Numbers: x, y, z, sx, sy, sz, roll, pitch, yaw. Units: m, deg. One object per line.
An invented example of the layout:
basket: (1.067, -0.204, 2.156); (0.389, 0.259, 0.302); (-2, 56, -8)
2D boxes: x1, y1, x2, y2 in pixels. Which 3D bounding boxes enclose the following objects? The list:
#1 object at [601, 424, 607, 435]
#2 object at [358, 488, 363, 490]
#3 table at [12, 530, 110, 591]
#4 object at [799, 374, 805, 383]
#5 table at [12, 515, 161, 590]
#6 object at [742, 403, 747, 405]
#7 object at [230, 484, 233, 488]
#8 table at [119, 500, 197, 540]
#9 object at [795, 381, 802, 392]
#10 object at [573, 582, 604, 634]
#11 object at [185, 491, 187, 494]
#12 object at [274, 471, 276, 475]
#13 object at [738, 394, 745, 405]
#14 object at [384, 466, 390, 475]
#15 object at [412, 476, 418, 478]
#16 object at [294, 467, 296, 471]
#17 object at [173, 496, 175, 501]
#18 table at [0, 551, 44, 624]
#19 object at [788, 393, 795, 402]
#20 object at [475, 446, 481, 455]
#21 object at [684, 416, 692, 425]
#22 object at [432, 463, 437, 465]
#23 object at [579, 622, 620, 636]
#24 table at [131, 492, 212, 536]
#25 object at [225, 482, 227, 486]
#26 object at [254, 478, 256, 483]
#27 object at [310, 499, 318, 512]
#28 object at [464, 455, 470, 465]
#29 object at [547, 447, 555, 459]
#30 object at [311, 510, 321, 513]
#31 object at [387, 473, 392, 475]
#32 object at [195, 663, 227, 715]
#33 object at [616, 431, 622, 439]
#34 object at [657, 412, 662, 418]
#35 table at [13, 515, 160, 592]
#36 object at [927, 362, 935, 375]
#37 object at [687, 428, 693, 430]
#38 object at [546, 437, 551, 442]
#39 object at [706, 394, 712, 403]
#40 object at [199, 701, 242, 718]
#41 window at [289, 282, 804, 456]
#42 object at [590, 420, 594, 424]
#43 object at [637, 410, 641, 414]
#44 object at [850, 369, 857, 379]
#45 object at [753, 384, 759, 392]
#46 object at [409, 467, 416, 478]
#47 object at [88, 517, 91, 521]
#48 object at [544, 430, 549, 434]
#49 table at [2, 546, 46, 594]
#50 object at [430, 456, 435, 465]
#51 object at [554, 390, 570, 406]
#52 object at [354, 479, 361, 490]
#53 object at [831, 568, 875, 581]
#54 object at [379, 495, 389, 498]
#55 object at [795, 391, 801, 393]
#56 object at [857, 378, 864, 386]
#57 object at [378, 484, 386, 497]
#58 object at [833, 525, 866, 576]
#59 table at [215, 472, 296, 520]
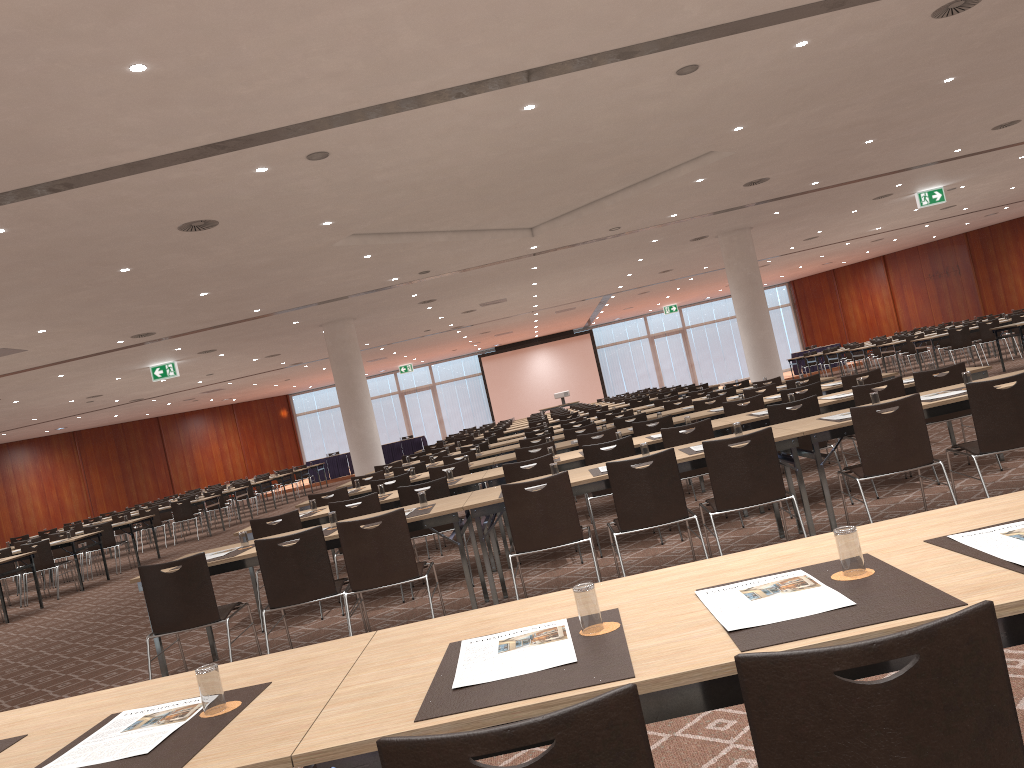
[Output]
object: (1.068, 0.526, 10.211); (0.054, 0.114, 0.054); (-13, -1, 35)
object: (-1.767, 1.220, 10.293); (0.102, 0.001, 0.102); (-12, -1, -32)
table: (-7.916, 3.115, 14.514); (2.267, 0.833, 0.953); (-13, -1, 2)
object: (3.967, -0.080, 12.137); (0.054, 0.114, 0.054); (-12, -1, -10)
table: (-7.857, 3.144, 16.513); (2.267, 0.833, 0.953); (-13, -1, 2)
object: (2.654, 0.230, 10.161); (0.102, 0.001, 0.102); (-12, -1, -10)
object: (-7.590, 2.756, 23.959); (0.054, 0.114, 0.054); (-12, -1, -10)
table: (-9.850, 3.752, 24.073); (2.267, 0.833, 0.953); (-13, -1, 2)
object: (3.282, 0.031, 10.152); (0.054, 0.114, 0.054); (-12, -1, -32)
object: (0.187, 0.551, 2.186); (0.054, 0.114, 0.054); (-12, -1, -32)
object: (-10.313, 3.452, 28.049); (0.054, 0.114, 0.054); (-12, -1, -32)
object: (-7.463, 2.813, 27.963); (0.054, 0.114, 0.054); (-12, -1, -10)
object: (2.634, 0.176, 10.176); (0.054, 0.114, 0.054); (-13, -1, 13)
object: (-1.733, 1.197, 12.302); (0.054, 0.114, 0.054); (-12, -1, -10)
object: (-1.134, 1.078, 10.269); (0.102, 0.001, 0.102); (-12, -1, -10)
object: (-6.830, 2.671, 27.946); (0.054, 0.114, 0.054); (-12, -1, -10)
object: (-9.154, 3.106, 24.010); (0.054, 0.114, 0.054); (-12, -1, -32)
table: (-7.975, 3.085, 12.515); (2.267, 0.833, 0.953); (-13, -1, 2)
object: (2.580, 0.145, 8.174); (0.054, 0.114, 0.054); (-13, -1, 35)
object: (-0.468, 0.914, 12.257); (0.054, 0.114, 0.054); (-12, -1, -32)
object: (1.632, 0.357, 8.204); (0.054, 0.114, 0.054); (-12, -1, -10)
object: (-1.086, 1.111, 12.271); (0.102, 0.001, 0.102); (-13, -1, 35)
object: (0.216, 0.603, 2.185); (0.102, 0.001, 0.102); (-12, -1, -32)
table: (-9.791, 3.781, 26.072); (2.267, 0.833, 0.953); (-13, -1, 2)
object: (-9.047, 3.168, 28.015); (0.054, 0.114, 0.054); (-12, -1, -32)
object: (-6.939, 2.610, 23.946); (0.054, 0.114, 0.054); (-12, -1, -10)
object: (-1.855, 1.138, 8.290); (0.054, 0.114, 0.054); (-12, -1, -10)
object: (-0.523, 0.883, 10.259); (0.054, 0.114, 0.054); (-12, -1, -32)
object: (0.365, 0.641, 8.225); (0.054, 0.114, 0.054); (-12, -1, -10)
object: (-1.824, 1.190, 8.291); (0.102, 0.001, 0.102); (-12, -1, -10)
object: (-1.708, 1.250, 12.303); (0.102, 0.001, 0.102); (-12, -1, -32)
object: (-0.753, 0.762, 2.218); (0.054, 0.114, 0.054); (-12, -1, -32)
object: (0.998, 0.500, 8.226); (0.054, 0.114, 0.054); (-12, -1, -10)
object: (1.700, 0.385, 10.188); (0.054, 0.114, 0.054); (-13, -1, 35)
table: (-7.857, 3.144, 16.513); (2.267, 0.833, 0.953); (-13, -1, 2)
object: (3.854, -0.140, 8.140); (0.054, 0.114, 0.054); (-12, -1, -10)
object: (1.648, 0.412, 8.197); (0.102, 0.001, 0.102); (-13, -1, 35)
object: (0.425, 0.670, 10.224); (0.054, 0.114, 0.054); (-13, -1, 35)
object: (2.704, 0.203, 12.176); (0.054, 0.114, 0.054); (-12, -1, -32)
object: (-0.731, 0.816, 2.225); (0.102, 0.001, 0.102); (-12, -1, -32)
window: (1.516, -0.140, 39.733); (22.962, 3.872, 0.217); (-13, -1, 2)
object: (1.114, 0.559, 12.211); (0.054, 0.114, 0.054); (-12, -1, -10)
object: (1.754, 0.416, 12.190); (0.054, 0.114, 0.054); (-13, -1, 35)
object: (3.909, -0.110, 10.143); (0.054, 0.114, 0.054); (-12, -1, -32)
object: (3.341, 0.060, 12.143); (0.054, 0.114, 0.054); (-12, -1, -32)
object: (-1.151, 1.024, 10.280); (0.054, 0.114, 0.054); (-12, -1, -32)
object: (-10.496, 3.364, 22.051); (0.054, 0.114, 0.054); (-13, -1, 35)
object: (0.484, 0.700, 12.236); (0.054, 0.114, 0.054); (-12, -1, -10)
table: (-10.072, 3.640, 16.576); (2.267, 0.833, 0.953); (-13, -1, 2)
object: (-1.105, 1.056, 12.284); (0.054, 0.114, 0.054); (-12, -1, -10)
object: (1.877, 0.527, 32.877); (0.576, 0.472, 0.614); (-13, -1, 2)
object: (-1.795, 1.168, 10.305); (0.054, 0.114, 0.054); (-13, -1, 35)
object: (0.833, 0.465, 2.167); (0.102, 0.001, 0.102); (-12, -1, -32)
object: (-1.201, 1.050, 8.270); (0.102, 0.001, 0.102); (-13, -1, 35)
object: (3.291, 0.087, 10.150); (0.102, 0.001, 0.102); (-12, -1, -10)
object: (3.212, 0.004, 8.163); (0.054, 0.114, 0.054); (-13, -1, 35)
object: (-1.219, 0.996, 8.287); (0.054, 0.114, 0.054); (-13, -1, 13)
object: (0.827, 0.408, 2.172); (0.054, 0.114, 0.054); (-12, -1, -32)
table: (-7.577, 3.285, 26.009); (2.267, 0.833, 0.953); (-13, -1, 2)
